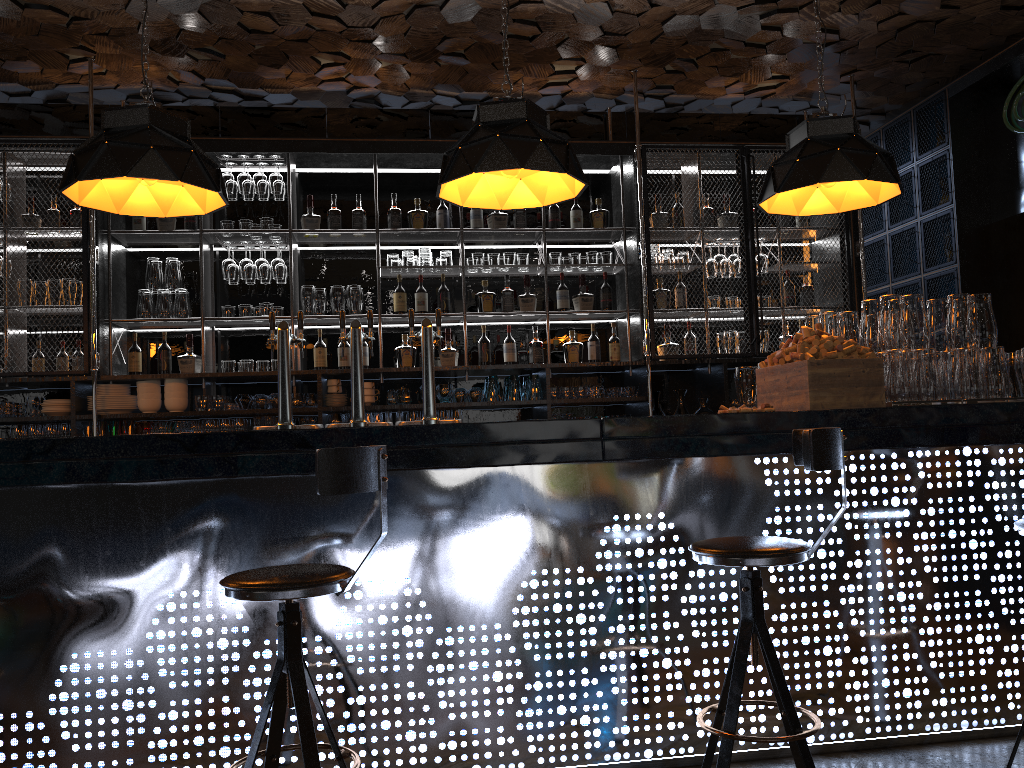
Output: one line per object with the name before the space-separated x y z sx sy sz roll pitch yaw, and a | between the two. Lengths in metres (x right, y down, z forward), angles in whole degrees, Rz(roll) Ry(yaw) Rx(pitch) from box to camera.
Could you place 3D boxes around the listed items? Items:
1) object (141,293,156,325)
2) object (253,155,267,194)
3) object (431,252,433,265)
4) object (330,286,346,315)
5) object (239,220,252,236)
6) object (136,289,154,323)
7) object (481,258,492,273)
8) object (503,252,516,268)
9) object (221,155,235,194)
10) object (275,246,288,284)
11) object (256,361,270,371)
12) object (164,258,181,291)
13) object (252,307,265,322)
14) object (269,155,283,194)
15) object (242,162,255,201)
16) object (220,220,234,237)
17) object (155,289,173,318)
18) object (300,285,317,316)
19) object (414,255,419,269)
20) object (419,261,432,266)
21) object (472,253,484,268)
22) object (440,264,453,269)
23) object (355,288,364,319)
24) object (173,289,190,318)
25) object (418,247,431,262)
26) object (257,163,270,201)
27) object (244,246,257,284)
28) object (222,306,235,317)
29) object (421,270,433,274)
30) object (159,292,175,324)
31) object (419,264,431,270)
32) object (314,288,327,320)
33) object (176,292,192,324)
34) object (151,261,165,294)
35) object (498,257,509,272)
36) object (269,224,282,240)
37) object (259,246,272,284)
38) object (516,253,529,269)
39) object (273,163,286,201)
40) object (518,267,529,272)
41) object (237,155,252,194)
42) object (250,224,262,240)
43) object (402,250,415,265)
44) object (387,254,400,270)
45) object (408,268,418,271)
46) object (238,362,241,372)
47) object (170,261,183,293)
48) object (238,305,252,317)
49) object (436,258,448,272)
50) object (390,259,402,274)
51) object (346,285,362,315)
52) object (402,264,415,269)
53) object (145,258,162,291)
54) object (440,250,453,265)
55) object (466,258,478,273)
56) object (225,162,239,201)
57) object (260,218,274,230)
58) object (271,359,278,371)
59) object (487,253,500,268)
object | -2.428 -0.502 5.913 0.105 0.209 0.105 -5 -4 37
object | -1.670 -1.385 5.873 0.092 0.244 0.092 -5 -4 42
object | -0.595 -0.872 6.202 0.089 0.092 0.089 -3 -3 17
object | -1.167 -0.548 5.951 0.105 0.209 0.105 -5 -4 37
object | -1.774 -1.039 5.906 0.089 0.092 0.089 0 -4 -40
object | -2.401 -0.509 5.799 0.105 0.209 0.105 -5 -4 37
object | -0.179 -0.836 6.254 0.089 0.092 0.089 -4 -4 31
object | -0.017 -0.851 6.094 0.089 0.092 0.089 1 -4 -45
object | -1.877 -1.379 5.843 0.092 0.244 0.092 -5 -4 42
object | -1.569 -0.807 6.020 0.092 0.244 0.092 -5 -4 42
object | -1.661 -0.106 5.913 0.089 0.092 0.089 -2 -3 2
object | -2.238 -0.722 5.844 0.105 0.209 0.105 -5 -4 37
object | -1.707 -0.468 5.978 0.089 0.092 0.089 -4 -3 24
object | -1.568 -1.388 5.888 0.092 0.244 0.092 -5 -4 42
object | -1.791 -1.372 6.022 0.092 0.244 0.092 -5 -4 42
object | -1.896 -1.034 5.911 0.089 0.092 0.089 0 -4 -40
object | -2.283 -0.513 5.817 0.105 0.209 0.105 -5 -4 37
object | -1.353 -0.544 5.897 0.105 0.209 0.105 -5 -4 37
object | -0.694 -0.842 6.161 0.089 0.092 0.089 -3 -3 17
object | -0.595 -0.853 6.055 0.089 0.092 0.089 -1 -3 -19
object | -0.231 -0.844 6.076 0.089 0.092 0.089 0 -4 -36
object | -0.447 -0.837 6.045 0.089 0.092 0.089 -3 -3 17
object | -1.060 -0.547 6.052 0.105 0.209 0.105 -5 -4 37
object | -2.168 -0.517 5.821 0.105 0.209 0.105 -5 -4 37
object | -0.596 -0.880 6.056 0.089 0.092 0.089 -1 -3 -13
object | -1.693 -1.375 6.036 0.092 0.244 0.092 -5 -4 42
object | -1.770 -0.801 5.991 0.092 0.244 0.092 -5 -4 42
object | -1.880 -0.466 5.884 0.089 0.092 0.089 0 -4 -30
object | -0.593 -0.823 6.199 0.089 0.092 0.089 -3 -3 17
object | -2.306 -0.506 5.923 0.105 0.209 0.105 -5 -4 37
object | -0.594 -0.831 6.054 0.089 0.092 0.089 -1 -3 -19
object | -1.306 -0.539 6.020 0.105 0.209 0.105 -5 -4 37
object | -2.196 -0.510 5.929 0.105 0.209 0.105 -5 -4 37
object | -2.373 -0.713 5.928 0.105 0.209 0.105 -5 -4 37
object | -0.059 -0.842 6.233 0.089 0.092 0.089 -2 -3 -9
object | -1.620 -1.036 6.063 0.089 0.092 0.089 0 -4 -40
object | -1.672 -0.804 6.005 0.092 0.244 0.092 -5 -4 42
object | 0.076 -0.852 6.142 0.089 0.092 0.089 -4 -4 36
object | -1.591 -1.379 6.051 0.092 0.244 0.092 -5 -4 42
object | 0.080 -0.845 6.283 0.089 0.092 0.089 0 -4 -34
object | -1.768 -1.382 5.859 0.092 0.244 0.092 -5 -4 42
object | -1.742 -1.033 6.034 0.089 0.092 0.089 -2 -3 2
object | -0.704 -0.850 6.001 0.089 0.092 0.089 -4 -4 34
object | -0.804 -0.827 5.991 0.089 0.092 0.089 -3 -3 17
object | -0.694 -0.822 6.160 0.089 0.092 0.089 -3 -3 17
object | -1.802 -0.097 5.978 0.089 0.092 0.089 0 -4 -36
object | -2.255 -0.717 5.933 0.105 0.209 0.105 -5 -4 37
object | -1.760 -0.472 5.857 0.089 0.092 0.089 0 -4 -30
object | -0.491 -0.828 6.179 0.089 0.092 0.089 -1 -3 -19
object | -0.804 -0.818 6.156 0.089 0.092 0.089 0 -4 -36
object | -1.057 -0.553 5.943 0.105 0.209 0.105 -5 -4 37
object | -0.703 -0.830 5.999 0.089 0.092 0.089 0 -4 -36
object | -2.352 -0.719 5.818 0.105 0.209 0.105 -5 -4 37
object | -0.448 -0.858 6.046 0.089 0.092 0.089 -1 -3 -18
object | -0.277 -0.834 6.234 0.089 0.092 0.089 -4 -4 34
object | -1.900 -1.369 6.006 0.092 0.244 0.092 -5 -4 42
object | -1.624 -1.046 5.877 0.089 0.092 0.089 0 -4 -40
object | -1.548 -0.113 5.866 0.089 0.092 0.089 -2 -3 2
object | -0.125 -0.847 6.103 0.089 0.092 0.089 1 -4 -45
